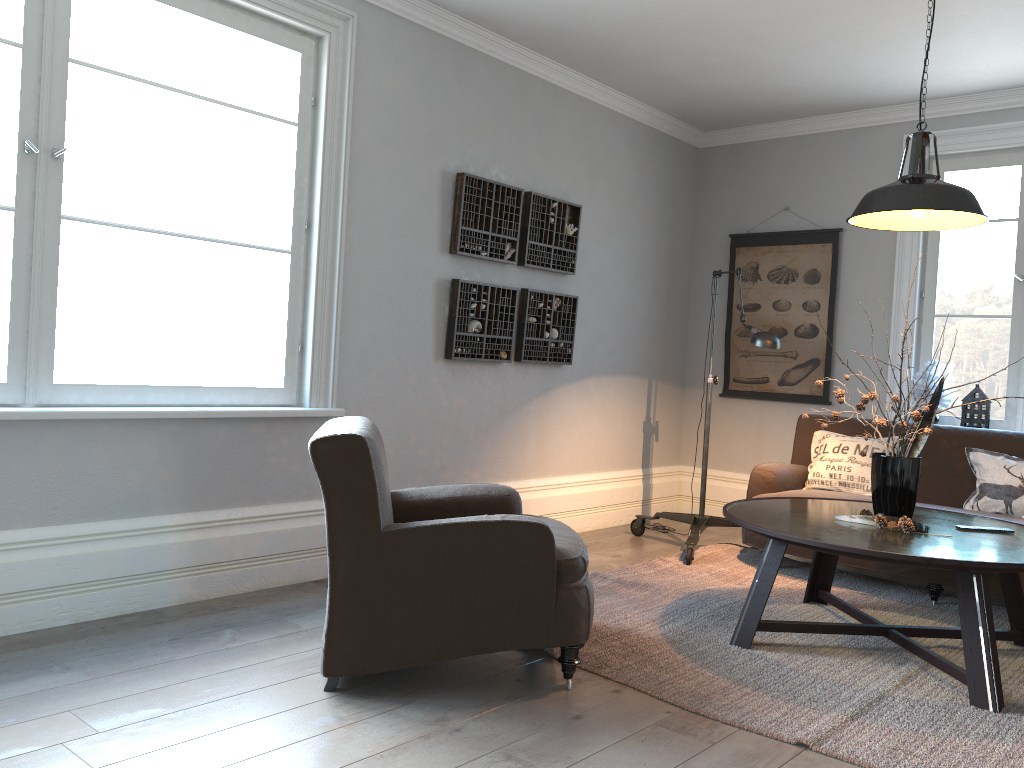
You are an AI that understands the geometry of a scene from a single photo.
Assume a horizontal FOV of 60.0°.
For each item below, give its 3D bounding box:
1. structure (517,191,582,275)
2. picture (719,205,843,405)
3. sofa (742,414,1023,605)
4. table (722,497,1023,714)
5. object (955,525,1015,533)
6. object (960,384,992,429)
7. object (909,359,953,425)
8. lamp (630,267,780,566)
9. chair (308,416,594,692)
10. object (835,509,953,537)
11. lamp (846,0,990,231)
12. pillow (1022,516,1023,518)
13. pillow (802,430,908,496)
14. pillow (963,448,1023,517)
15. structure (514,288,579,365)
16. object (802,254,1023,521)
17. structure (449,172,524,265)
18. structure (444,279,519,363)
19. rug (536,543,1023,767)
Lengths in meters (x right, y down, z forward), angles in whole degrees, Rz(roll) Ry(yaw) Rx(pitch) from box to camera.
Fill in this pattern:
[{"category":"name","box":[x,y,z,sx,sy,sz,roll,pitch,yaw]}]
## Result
[{"category":"structure","box":[0.233,-0.861,5.112,0.105,0.416,0.468,4,2,41]},{"category":"picture","box":[1.794,-0.541,5.945,0.793,1.313,0.057,4,1,41]},{"category":"sofa","box":[2.292,0.646,4.362,2.165,0.824,0.968,5,2,41]},{"category":"table","box":[1.469,0.794,3.443,1.300,0.503,1.300,4,2,34]},{"category":"object","box":[1.830,0.561,3.432,0.207,0.011,0.051,3,1,1]},{"category":"object","box":[2.669,0.144,5.098,0.155,0.284,0.155,4,1,31]},{"category":"object","box":[2.464,0.056,5.270,0.247,0.424,0.263,3,1,-13]},{"category":"lamp","box":[1.217,0.157,5.360,0.797,1.644,1.864,3,1,-11]},{"category":"chair","box":[-0.205,0.548,3.099,0.970,0.795,0.807,3,1,-8]},{"category":"object","box":[1.437,0.518,3.359,0.153,0.067,0.404,2,2,-31]},{"category":"lamp","box":[1.585,-1.163,3.403,0.504,1.075,0.504,3,1,-1]},{"category":"pillow","box":[2.621,0.507,4.070,0.471,0.309,0.188,5,2,42]},{"category":"pillow","box":[1.870,0.440,4.879,0.519,0.368,0.240,4,2,41]},{"category":"pillow","box":[2.451,0.500,4.319,0.472,0.347,0.159,4,2,39]},{"category":"structure","box":[0.208,-0.326,5.143,0.086,0.416,0.468,4,2,41]},{"category":"object","box":[1.551,0.020,3.310,0.853,1.066,0.525,4,1,12]},{"category":"structure","box":[-0.137,-0.871,4.723,0.099,0.416,0.468,4,2,41]},{"category":"structure","box":[-0.153,-0.329,4.729,0.086,0.416,0.468,4,2,41]},{"category":"rug","box":[1.504,0.991,3.455,2.819,0.090,2.400,5,2,42]}]
